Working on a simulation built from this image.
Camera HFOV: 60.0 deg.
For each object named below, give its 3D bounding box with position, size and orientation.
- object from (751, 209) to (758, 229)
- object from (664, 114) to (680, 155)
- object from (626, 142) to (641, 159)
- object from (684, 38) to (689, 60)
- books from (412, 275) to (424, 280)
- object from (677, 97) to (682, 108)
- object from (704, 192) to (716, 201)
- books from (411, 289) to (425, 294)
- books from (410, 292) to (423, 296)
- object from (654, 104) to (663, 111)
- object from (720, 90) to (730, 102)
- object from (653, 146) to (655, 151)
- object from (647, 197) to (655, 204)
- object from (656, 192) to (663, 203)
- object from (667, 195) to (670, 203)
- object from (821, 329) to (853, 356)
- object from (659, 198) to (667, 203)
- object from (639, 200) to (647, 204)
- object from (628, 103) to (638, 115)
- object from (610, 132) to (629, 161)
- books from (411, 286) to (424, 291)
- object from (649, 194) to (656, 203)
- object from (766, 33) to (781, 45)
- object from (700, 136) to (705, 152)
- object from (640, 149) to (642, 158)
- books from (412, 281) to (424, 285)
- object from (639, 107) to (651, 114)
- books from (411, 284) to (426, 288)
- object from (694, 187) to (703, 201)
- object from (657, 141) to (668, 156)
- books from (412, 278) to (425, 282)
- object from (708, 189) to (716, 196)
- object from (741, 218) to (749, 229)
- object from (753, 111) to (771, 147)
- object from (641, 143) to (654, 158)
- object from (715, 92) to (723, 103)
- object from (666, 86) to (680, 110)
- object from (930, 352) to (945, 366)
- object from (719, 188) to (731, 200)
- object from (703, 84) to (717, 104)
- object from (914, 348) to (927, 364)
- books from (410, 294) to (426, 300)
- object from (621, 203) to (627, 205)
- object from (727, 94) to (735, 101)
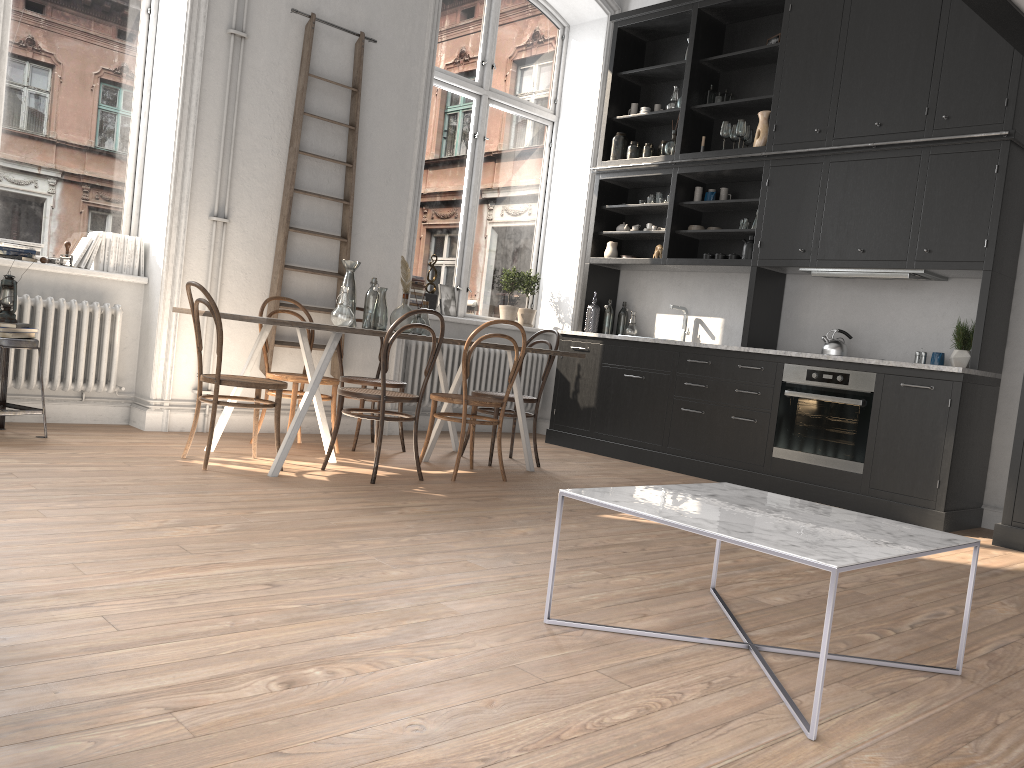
[{"bbox_3d":[1.786,-1.190,6.448,0.083,0.158,0.083,8,4,31],"label":"object"},{"bbox_3d":[1.270,-1.951,6.933,0.134,0.358,0.134,7,3,2],"label":"object"},{"bbox_3d":[0.998,-1.896,7.261,0.114,0.155,0.114,4,4,-40],"label":"object"},{"bbox_3d":[1.409,-2.627,7.064,0.070,0.232,0.067,9,4,43],"label":"object"},{"bbox_3d":[-0.832,-0.858,7.084,0.159,0.024,0.201,9,3,37],"label":"books"},{"bbox_3d":[1.372,-2.313,6.972,0.123,0.341,0.118,5,3,-24],"label":"object"},{"bbox_3d":[1.520,-1.423,6.806,0.082,0.094,0.140,7,3,12],"label":"object"},{"bbox_3d":[-0.835,-0.751,7.093,0.222,0.024,0.158,4,4,-43],"label":"books"},{"bbox_3d":[-0.836,-0.727,7.087,0.205,0.022,0.155,5,3,-29],"label":"books"},{"bbox_3d":[1.208,-2.245,7.348,0.059,0.135,0.081,5,3,-20],"label":"object"},{"bbox_3d":[1.654,-2.192,6.885,0.065,0.177,0.084,5,3,-21],"label":"object"},{"bbox_3d":[1.132,-1.895,7.369,0.092,0.184,0.092,7,3,12],"label":"object"},{"bbox_3d":[1.122,-1.474,7.181,0.064,0.069,0.064,7,3,5],"label":"object"},{"bbox_3d":[1.182,-1.485,7.136,0.060,0.107,0.060,6,3,-15],"label":"object"},{"bbox_3d":[1.253,-1.451,7.013,0.064,0.069,0.064,9,4,39],"label":"object"},{"bbox_3d":[2.187,-0.281,5.991,0.171,0.186,0.171,5,3,-32],"label":"object"},{"bbox_3d":[1.203,-1.449,7.072,0.071,0.047,0.071,6,3,-5],"label":"object"},{"bbox_3d":[1.069,-1.473,7.247,0.071,0.047,0.071,6,3,-5],"label":"object"},{"bbox_3d":[1.016,-2.270,7.415,0.059,0.135,0.082,6,3,-15],"label":"object"},{"bbox_3d":[0.892,-1.954,7.349,0.118,0.238,0.118,8,4,32],"label":"object"},{"bbox_3d":[-0.831,-0.772,7.085,0.155,0.022,0.205,9,4,42],"label":"books"},{"bbox_3d":[1.147,-1.495,7.273,0.060,0.107,0.060,7,3,14],"label":"object"},{"bbox_3d":[1.927,-2.486,6.502,0.056,0.121,0.166,6,3,-18],"label":"object"},{"bbox_3d":[1.464,-1.824,6.807,0.123,0.161,0.123,5,4,-34],"label":"object"},{"bbox_3d":[1.081,-1.897,7.497,0.114,0.155,0.114,7,3,2],"label":"object"},{"bbox_3d":[-0.836,-0.814,7.074,0.231,0.023,0.162,5,3,-27],"label":"books"},{"bbox_3d":[1.104,-2.238,7.354,0.096,0.095,0.096,6,3,-9],"label":"object"},{"bbox_3d":[-0.833,-0.793,7.081,0.244,0.019,0.174,4,4,-43],"label":"books"},{"bbox_3d":[1.447,-1.457,6.893,0.059,0.135,0.082,7,3,15],"label":"object"},{"bbox_3d":[1.237,-1.881,7.224,0.092,0.184,0.092,5,3,-28],"label":"object"},{"bbox_3d":[-0.824,-0.835,7.082,0.205,0.020,0.155,4,4,-43],"label":"books"},{"bbox_3d":[1.544,-1.447,6.911,0.082,0.135,0.059,6,3,-15],"label":"object"},{"bbox_3d":[1.717,-1.169,6.518,0.058,0.094,0.058,6,3,-4],"label":"object"},{"bbox_3d":[1.799,-1.818,6.366,0.094,0.267,0.116,7,3,-1],"label":"object"},{"bbox_3d":[1.106,-1.879,7.224,0.096,0.150,0.096,9,4,35],"label":"object"},{"bbox_3d":[1.581,-2.169,6.783,0.053,0.125,0.041,7,3,14],"label":"object"},{"bbox_3d":[1.302,-2.265,7.091,0.132,0.219,0.132,8,3,21],"label":"object"},{"bbox_3d":[2.680,-0.151,5.586,0.082,0.094,0.140,9,4,37],"label":"object"},{"bbox_3d":[1.634,-1.432,6.805,0.082,0.135,0.059,8,3,30],"label":"object"},{"bbox_3d":[1.533,-2.216,6.854,0.084,0.199,0.065,5,3,-21],"label":"object"},{"bbox_3d":[2.620,-0.174,5.683,0.040,0.116,0.080,4,4,-38],"label":"object"},{"bbox_3d":[-0.845,-0.703,7.089,0.193,0.028,0.245,9,4,42],"label":"books"},{"bbox_3d":[0.952,-1.498,7.510,0.071,0.047,0.071,6,3,-5],"label":"object"},{"bbox_3d":[1.671,-2.158,6.781,0.044,0.121,0.058,6,3,-16],"label":"object"}]
